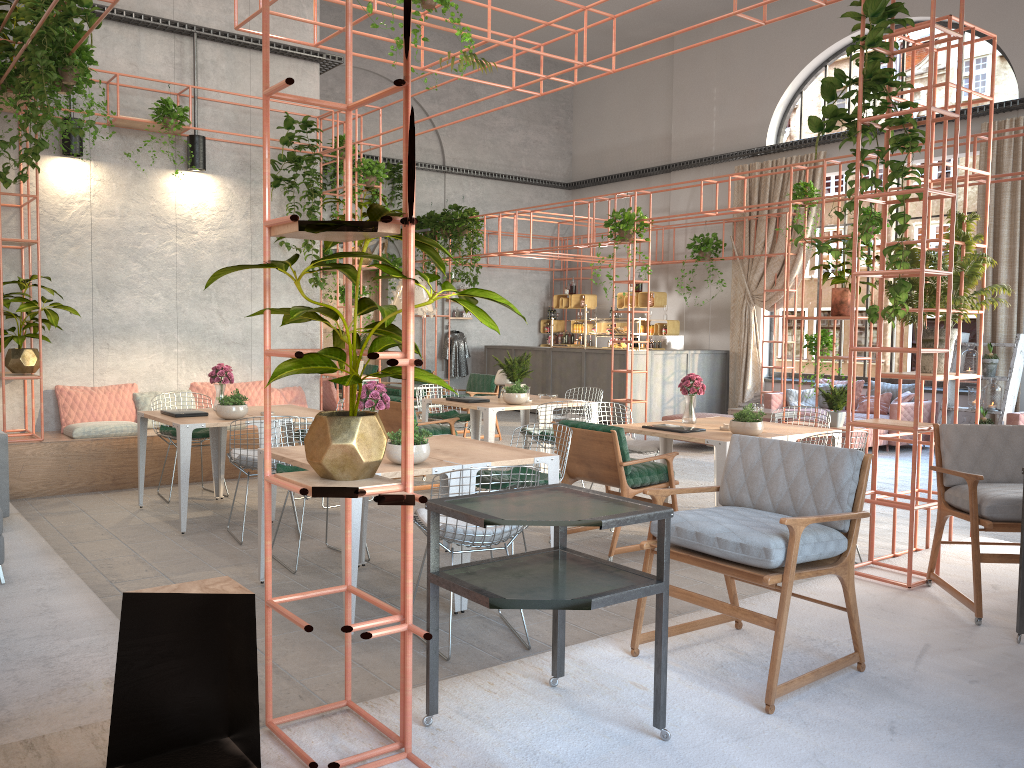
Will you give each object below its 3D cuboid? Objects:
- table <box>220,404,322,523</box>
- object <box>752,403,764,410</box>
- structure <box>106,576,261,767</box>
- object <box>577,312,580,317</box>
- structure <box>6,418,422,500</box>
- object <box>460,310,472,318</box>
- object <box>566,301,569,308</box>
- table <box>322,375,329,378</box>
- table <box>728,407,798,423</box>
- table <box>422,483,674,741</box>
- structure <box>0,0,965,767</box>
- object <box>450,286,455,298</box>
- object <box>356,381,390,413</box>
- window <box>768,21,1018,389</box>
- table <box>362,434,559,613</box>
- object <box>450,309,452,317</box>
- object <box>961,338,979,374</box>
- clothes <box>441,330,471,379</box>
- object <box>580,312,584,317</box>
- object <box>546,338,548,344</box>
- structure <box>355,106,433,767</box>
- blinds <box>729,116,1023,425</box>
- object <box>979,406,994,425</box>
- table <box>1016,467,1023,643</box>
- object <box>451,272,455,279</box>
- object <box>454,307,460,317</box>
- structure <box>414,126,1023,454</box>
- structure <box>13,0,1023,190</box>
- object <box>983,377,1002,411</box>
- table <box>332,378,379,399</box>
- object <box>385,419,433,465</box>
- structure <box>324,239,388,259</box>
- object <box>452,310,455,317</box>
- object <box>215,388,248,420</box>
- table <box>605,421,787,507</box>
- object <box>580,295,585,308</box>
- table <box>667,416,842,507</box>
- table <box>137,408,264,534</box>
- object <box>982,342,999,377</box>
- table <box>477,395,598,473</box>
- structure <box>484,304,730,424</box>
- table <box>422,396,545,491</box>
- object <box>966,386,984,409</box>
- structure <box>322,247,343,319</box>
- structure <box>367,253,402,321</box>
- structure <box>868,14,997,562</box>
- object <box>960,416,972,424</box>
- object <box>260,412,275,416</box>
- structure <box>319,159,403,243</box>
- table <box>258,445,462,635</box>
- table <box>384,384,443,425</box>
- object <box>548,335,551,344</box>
[{"bbox_3d":[-2.009,0.652,7.731,0.694,0.830,1.214,-2,5,-37],"label":"table"},{"bbox_3d":[3.542,0.356,12.865,0.199,0.145,0.156,-1,4,-22],"label":"object"},{"bbox_3d":[-3.275,0.595,3.221,3.396,1.111,9.152,-2,5,-37],"label":"structure"},{"bbox_3d":[1.370,-1.395,18.172,0.083,0.159,0.083,-1,4,-28],"label":"object"},{"bbox_3d":[-4.565,0.560,11.511,4.386,0.500,5.831,-2,5,-37],"label":"structure"},{"bbox_3d":[-0.930,-1.410,17.898,0.219,0.149,0.129,-2,5,-37],"label":"object"},{"bbox_3d":[1.188,-1.646,18.432,0.123,0.142,0.141,-2,5,-37],"label":"object"},{"bbox_3d":[-3.471,0.217,14.853,0.635,0.798,0.602,-2,5,-37],"label":"table"},{"bbox_3d":[3.626,0.604,12.877,0.520,0.455,0.916,-2,5,-37],"label":"table"},{"bbox_3d":[0.117,0.806,3.034,0.635,0.798,0.602,-2,5,-37],"label":"table"},{"bbox_3d":[-3.215,-1.412,9.210,4.501,4.345,14.096,-2,5,-38],"label":"structure"},{"bbox_3d":[-1.196,-1.848,17.660,0.136,0.336,0.145,-1,4,-23],"label":"object"},{"bbox_3d":[-0.865,0.185,5.507,0.213,0.414,0.225,-3,5,-45],"label":"object"},{"bbox_3d":[5.858,-2.778,13.951,0.089,5.538,4.127,-2,5,-37],"label":"window"},{"bbox_3d":[-0.362,0.810,5.554,0.694,0.830,1.214,-2,5,-37],"label":"table"},{"bbox_3d":[-1.229,-1.413,17.687,0.055,0.164,0.092,0,4,-18],"label":"object"},{"bbox_3d":[6.166,-0.367,11.931,0.216,0.500,0.216,0,4,-5],"label":"object"},{"bbox_3d":[-1.105,-0.577,17.807,0.366,0.997,0.625,3,4,33],"label":"clothes"},{"bbox_3d":[1.425,-1.389,18.100,0.083,0.159,0.083,-1,4,-28],"label":"object"},{"bbox_3d":[0.762,-0.913,18.965,0.073,0.131,0.073,0,4,-12],"label":"object"},{"bbox_3d":[-0.294,-0.562,2.354,0.748,3.623,0.722,-2,5,-37],"label":"structure"},{"bbox_3d":[5.352,-1.535,13.804,0.414,4.389,4.957,-2,4,-36],"label":"blinds"},{"bbox_3d":[6.134,0.525,11.518,0.236,0.464,0.225,3,4,31],"label":"object"},{"bbox_3d":[2.570,0.797,3.696,0.602,0.798,0.635,1,4,3],"label":"table"},{"bbox_3d":[-1.192,-2.151,17.632,0.133,0.145,0.133,2,4,15],"label":"object"},{"bbox_3d":[-1.101,-1.437,17.767,0.081,0.204,0.081,-2,5,-37],"label":"object"},{"bbox_3d":[3.759,-0.971,12.526,4.157,4.247,14.689,-2,5,-37],"label":"structure"},{"bbox_3d":[-0.228,-3.668,8.952,15.603,0.110,15.203,-2,5,-37],"label":"structure"},{"bbox_3d":[6.267,0.131,11.559,0.219,0.430,0.216,-3,5,-43],"label":"object"},{"bbox_3d":[-2.412,0.319,13.457,0.635,0.798,0.602,-2,5,-37],"label":"table"},{"bbox_3d":[-0.571,0.314,4.850,0.247,0.247,0.252,-2,5,-37],"label":"object"},{"bbox_3d":[-2.881,-2.562,16.450,1.312,0.505,0.063,-2,5,-37],"label":"structure"},{"bbox_3d":[-1.164,-1.407,17.710,0.063,0.151,0.063,4,5,39],"label":"object"},{"bbox_3d":[-2.220,0.155,7.025,0.248,0.247,0.254,-2,5,-37],"label":"object"},{"bbox_3d":[1.382,0.767,6.806,0.694,0.830,1.205,-2,5,-37],"label":"table"},{"bbox_3d":[1.467,-1.685,18.164,0.137,0.261,0.137,1,4,-1],"label":"object"},{"bbox_3d":[1.935,0.747,7.229,0.694,0.830,1.214,-2,5,-37],"label":"table"},{"bbox_3d":[-2.563,0.671,7.308,0.694,0.830,1.205,-2,5,-37],"label":"table"},{"bbox_3d":[6.319,-0.328,11.724,0.212,0.457,0.217,-1,4,-20],"label":"object"},{"bbox_3d":[0.242,0.574,9.432,0.694,0.830,1.214,-2,5,-37],"label":"table"},{"bbox_3d":[1.696,-0.467,16.913,2.579,2.022,4.057,-2,5,-37],"label":"structure"},{"bbox_3d":[-0.311,0.593,9.009,0.694,0.830,1.205,-2,5,-37],"label":"table"},{"bbox_3d":[6.148,0.182,11.771,0.223,0.297,0.223,0,4,-18],"label":"object"},{"bbox_3d":[-3.489,-1.935,16.103,0.921,1.527,0.950,1,4,-4],"label":"structure"},{"bbox_3d":[-2.462,-1.954,16.933,0.950,1.527,0.921,-2,5,-39],"label":"structure"},{"bbox_3d":[2.860,-0.554,6.048,0.624,3.602,0.424,-2,5,-37],"label":"structure"},{"bbox_3d":[6.008,0.584,11.736,0.208,0.320,0.192,-1,4,-31],"label":"object"},{"bbox_3d":[-2.032,0.224,7.370,0.115,0.078,0.115,-1,4,-31],"label":"object"},{"bbox_3d":[-2.802,-3.392,16.316,1.939,1.514,0.856,-3,5,-43],"label":"structure"},{"bbox_3d":[-0.913,0.830,5.132,0.694,0.830,1.205,-2,5,-37],"label":"table"},{"bbox_3d":[-1.354,0.421,12.060,0.635,0.798,0.602,-2,5,-37],"label":"table"},{"bbox_3d":[0.806,-0.947,18.887,0.070,0.209,0.070,4,5,43],"label":"object"}]
